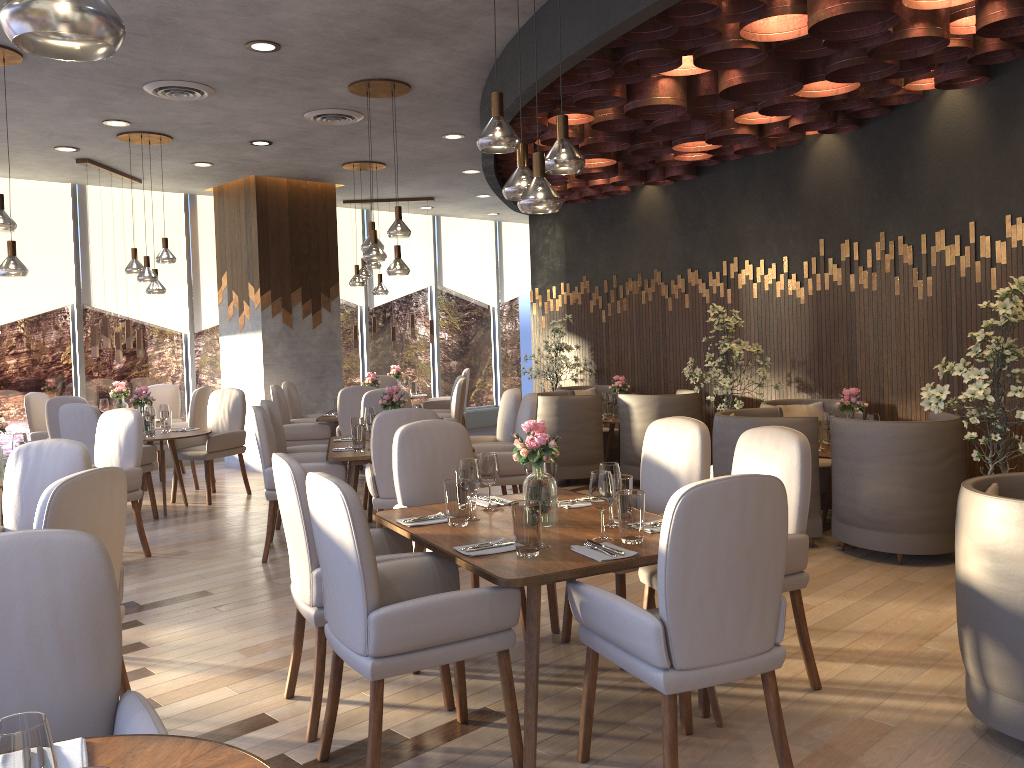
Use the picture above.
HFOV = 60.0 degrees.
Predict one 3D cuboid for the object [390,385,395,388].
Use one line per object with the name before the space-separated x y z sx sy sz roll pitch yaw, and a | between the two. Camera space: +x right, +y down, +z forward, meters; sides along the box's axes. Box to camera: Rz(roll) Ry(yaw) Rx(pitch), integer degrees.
object | -1.266 0.140 9.473 0.092 0.244 0.092 -1 2 42

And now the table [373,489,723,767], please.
table | 0.118 0.881 3.475 0.965 0.665 1.307 -3 3 -27

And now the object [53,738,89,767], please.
object | -0.829 0.680 1.553 0.157 0.019 0.255 -4 4 -27

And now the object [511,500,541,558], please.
object | 0.050 0.488 2.984 0.102 0.178 0.102 -3 2 -22

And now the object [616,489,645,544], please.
object | 0.420 0.468 3.119 0.102 0.178 0.102 0 2 41

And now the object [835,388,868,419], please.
object | 2.288 0.231 5.985 0.198 0.415 0.210 -3 2 -31

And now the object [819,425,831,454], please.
object | 2.068 0.366 5.823 0.102 0.178 0.102 -1 2 31

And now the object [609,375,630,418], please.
object | 1.063 0.121 8.704 0.210 0.415 0.198 -1 2 24

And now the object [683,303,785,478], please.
object | 1.816 0.134 7.312 0.789 1.615 0.747 -2 2 -17

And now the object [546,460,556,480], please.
object | 0.150 0.430 3.965 0.102 0.178 0.102 -1 2 19

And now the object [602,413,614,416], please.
object | 0.967 0.310 8.948 0.157 0.019 0.255 -3 3 -25

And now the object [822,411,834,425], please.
object | 2.184 0.313 6.108 0.092 0.244 0.092 -1 2 40

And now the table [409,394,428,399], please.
table | -1.495 0.494 11.466 0.834 0.661 0.835 0 3 37

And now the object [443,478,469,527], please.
object | -0.216 0.469 3.491 0.102 0.178 0.102 -3 2 -22

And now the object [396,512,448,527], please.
object | -0.332 0.546 3.610 0.255 0.019 0.157 -4 4 -28

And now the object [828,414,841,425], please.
object | 2.149 0.326 5.895 0.092 0.244 0.092 -2 2 15

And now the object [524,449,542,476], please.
object | 0.101 0.404 3.867 0.092 0.244 0.092 -3 2 -24

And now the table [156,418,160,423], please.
table | -3.931 0.716 8.960 0.834 0.661 0.834 -3 3 -24

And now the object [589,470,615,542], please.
object | 0.322 0.436 3.169 0.092 0.244 0.092 -3 2 -23

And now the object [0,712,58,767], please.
object | -0.667 0.582 1.206 0.092 0.244 0.092 -2 2 -9

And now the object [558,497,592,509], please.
object | 0.269 0.512 3.848 0.255 0.019 0.157 -4 4 -27

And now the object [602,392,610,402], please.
object | 0.937 0.207 8.781 0.092 0.244 0.092 -1 2 23

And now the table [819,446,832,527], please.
table | 2.290 0.719 5.993 0.834 0.561 0.835 -2 3 -1

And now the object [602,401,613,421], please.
object | 0.916 0.258 8.478 0.102 0.178 0.102 -2 2 4

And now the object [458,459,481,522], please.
object | -0.170 0.429 3.590 0.092 0.244 0.092 -2 2 -8

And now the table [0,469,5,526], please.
table | -3.033 0.886 5.339 0.834 0.661 0.835 -2 2 6

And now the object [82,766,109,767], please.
object | -0.566 0.613 1.162 0.102 0.178 0.102 -1 2 27

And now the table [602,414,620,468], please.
table | 1.077 0.610 8.704 0.834 0.561 0.835 0 3 39

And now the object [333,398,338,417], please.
object | -1.704 0.230 8.706 0.102 0.178 0.102 -2 2 5

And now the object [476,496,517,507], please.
object | -0.082 0.519 3.939 0.157 0.019 0.255 -4 4 -30

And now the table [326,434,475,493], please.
table | -0.817 0.752 6.362 0.965 0.665 1.308 -2 3 -11

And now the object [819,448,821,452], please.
object | 2.008 0.439 5.979 0.255 0.019 0.157 -2 3 -5

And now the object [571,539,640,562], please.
object | 0.301 0.558 3.007 0.157 0.019 0.255 -3 3 -25

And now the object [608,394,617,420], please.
object | 0.971 0.218 8.571 0.092 0.244 0.092 -1 2 20

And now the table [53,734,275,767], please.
table | -0.731 1.032 1.307 0.834 0.661 0.834 -4 3 -42

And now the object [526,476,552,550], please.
object | 0.096 0.448 3.082 0.092 0.244 0.092 -1 2 37

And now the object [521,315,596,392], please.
object | 0.475 0.042 9.803 0.747 1.615 0.788 -3 2 -38

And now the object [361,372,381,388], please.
object | -1.441 0.083 9.137 0.210 0.415 0.198 -1 2 24

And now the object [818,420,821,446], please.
object | 2.108 0.344 6.187 0.102 0.178 0.102 -4 2 -41

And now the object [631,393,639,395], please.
object | 1.194 0.209 8.603 0.092 0.244 0.092 -2 2 -4

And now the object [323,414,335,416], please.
object | -1.756 0.303 8.865 0.255 0.019 0.157 -2 3 -2

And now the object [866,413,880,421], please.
object | 2.391 0.320 5.863 0.092 0.244 0.092 -1 2 19

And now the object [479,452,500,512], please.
object | -0.097 0.417 3.770 0.092 0.244 0.092 -3 2 -28

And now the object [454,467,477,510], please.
object | -0.197 0.450 3.814 0.102 0.178 0.102 -3 2 -24

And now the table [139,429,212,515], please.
table | -3.001 0.760 7.606 0.833 0.661 0.835 -1 3 20

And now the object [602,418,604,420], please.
object | 0.813 0.334 8.607 0.255 0.019 0.157 -3 3 -22
